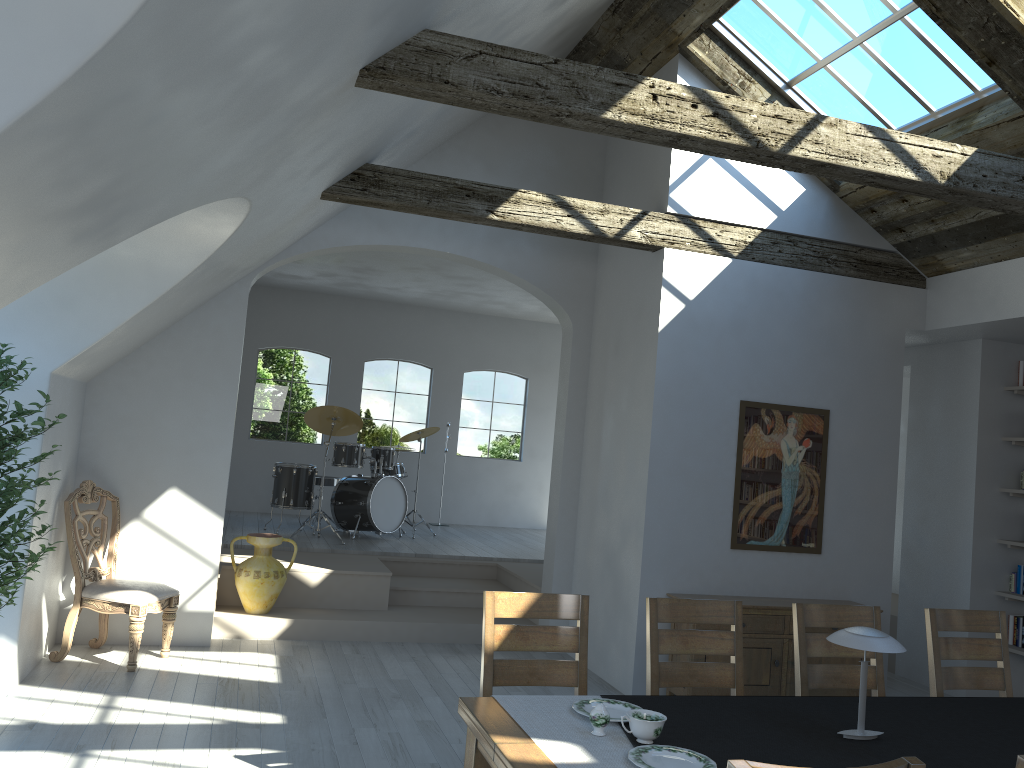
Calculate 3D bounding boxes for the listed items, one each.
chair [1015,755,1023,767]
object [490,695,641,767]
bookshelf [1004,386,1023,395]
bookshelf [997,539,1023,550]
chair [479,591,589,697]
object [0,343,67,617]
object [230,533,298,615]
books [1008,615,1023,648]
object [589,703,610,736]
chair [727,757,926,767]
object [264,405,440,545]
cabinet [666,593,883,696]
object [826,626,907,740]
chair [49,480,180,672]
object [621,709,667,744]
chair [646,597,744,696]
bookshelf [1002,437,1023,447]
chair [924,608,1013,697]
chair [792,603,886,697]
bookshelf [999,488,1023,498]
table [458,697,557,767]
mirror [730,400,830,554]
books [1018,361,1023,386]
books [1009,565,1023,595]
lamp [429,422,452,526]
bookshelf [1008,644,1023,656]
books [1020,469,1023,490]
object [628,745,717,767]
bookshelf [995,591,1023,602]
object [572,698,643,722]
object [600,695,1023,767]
[{"bbox_3d":[1.265,1.381,2.282,0.514,1.006,0.605,6,-4,-16],"label":"chair"},{"bbox_3d":[1.432,1.250,3.042,2.872,0.077,1.050,6,-4,-16],"label":"object"},{"bbox_3d":[5.112,-0.106,3.245,0.315,0.070,7.825,6,-4,-16],"label":"bookshelf"},{"bbox_3d":[5.011,1.073,3.158,0.315,0.070,7.825,6,-4,-16],"label":"bookshelf"},{"bbox_3d":[0.137,1.373,3.486,0.514,1.006,0.605,6,-4,-16],"label":"chair"},{"bbox_3d":[-2.664,0.741,4.421,0.718,1.920,0.737,5,-4,3],"label":"object"},{"bbox_3d":[-1.975,1.494,6.983,0.396,0.605,0.402,2,-5,30],"label":"object"},{"bbox_3d":[4.334,1.823,5.442,0.242,0.237,2.981,6,-4,-16],"label":"books"},{"bbox_3d":[0.273,1.043,2.765,0.064,0.092,0.064,5,-4,2],"label":"object"},{"bbox_3d":[0.553,1.305,2.075,0.514,1.006,0.605,6,-4,-16],"label":"chair"},{"bbox_3d":[-1.866,0.981,9.981,1.465,1.383,2.354,3,-5,28],"label":"object"},{"bbox_3d":[1.779,1.850,6.065,1.481,0.714,0.383,6,-4,-16],"label":"cabinet"},{"bbox_3d":[1.179,0.999,2.972,0.251,0.362,0.251,4,-4,7],"label":"object"},{"bbox_3d":[-2.605,1.245,5.894,0.655,1.159,0.552,4,-4,9],"label":"chair"},{"bbox_3d":[0.410,1.057,2.722,0.124,0.081,0.130,3,-5,26],"label":"object"},{"bbox_3d":[0.849,1.449,3.693,0.514,1.006,0.605,6,-4,-16],"label":"chair"},{"bbox_3d":[5.078,0.287,3.216,0.315,0.070,7.825,6,-4,-16],"label":"bookshelf"},{"bbox_3d":[2.273,1.602,4.106,0.514,1.006,0.605,6,-4,-16],"label":"chair"},{"bbox_3d":[1.561,1.526,3.899,0.514,1.006,0.605,6,-4,-16],"label":"chair"},{"bbox_3d":[5.044,0.680,3.187,0.315,0.070,7.825,6,-4,-16],"label":"bookshelf"},{"bbox_3d":[1.388,1.580,3.009,3.078,0.737,0.939,6,-4,-16],"label":"table"},{"bbox_3d":[1.926,0.672,6.345,0.736,1.047,0.009,6,-4,-16],"label":"mirror"},{"bbox_3d":[4.500,-0.139,5.594,0.242,0.237,2.981,6,-4,-16],"label":"books"},{"bbox_3d":[3.978,1.504,6.769,0.209,0.220,0.278,6,-4,-18],"label":"books"},{"bbox_3d":[-0.917,1.198,11.908,0.232,1.383,0.238,6,-4,-16],"label":"lamp"},{"bbox_3d":[4.943,1.859,3.100,0.315,0.070,7.825,6,-4,-16],"label":"bookshelf"},{"bbox_3d":[4.064,0.710,6.767,0.209,0.220,0.278,6,-4,-18],"label":"books"},{"bbox_3d":[0.456,1.079,2.525,0.250,0.017,0.253,6,-4,-16],"label":"object"},{"bbox_3d":[4.977,1.466,3.129,0.315,0.070,7.825,6,-4,-16],"label":"bookshelf"},{"bbox_3d":[0.327,1.101,2.981,0.250,0.017,0.253,6,-4,-16],"label":"object"},{"bbox_3d":[1.430,1.323,3.040,2.456,0.227,1.073,6,-4,-16],"label":"object"}]
